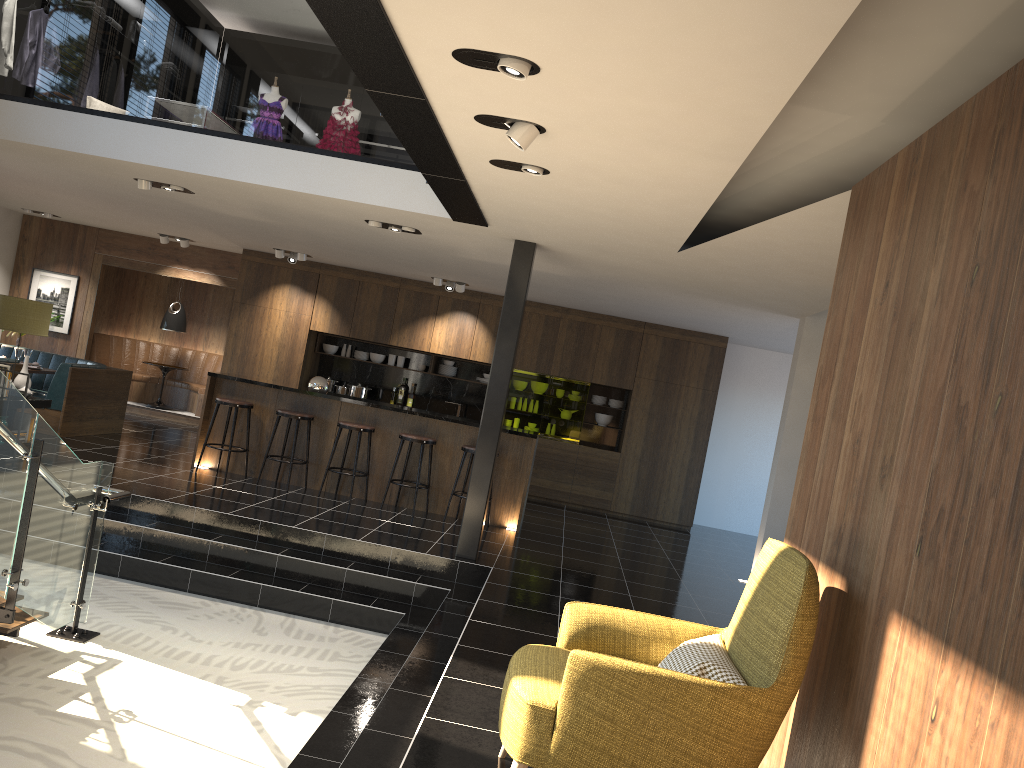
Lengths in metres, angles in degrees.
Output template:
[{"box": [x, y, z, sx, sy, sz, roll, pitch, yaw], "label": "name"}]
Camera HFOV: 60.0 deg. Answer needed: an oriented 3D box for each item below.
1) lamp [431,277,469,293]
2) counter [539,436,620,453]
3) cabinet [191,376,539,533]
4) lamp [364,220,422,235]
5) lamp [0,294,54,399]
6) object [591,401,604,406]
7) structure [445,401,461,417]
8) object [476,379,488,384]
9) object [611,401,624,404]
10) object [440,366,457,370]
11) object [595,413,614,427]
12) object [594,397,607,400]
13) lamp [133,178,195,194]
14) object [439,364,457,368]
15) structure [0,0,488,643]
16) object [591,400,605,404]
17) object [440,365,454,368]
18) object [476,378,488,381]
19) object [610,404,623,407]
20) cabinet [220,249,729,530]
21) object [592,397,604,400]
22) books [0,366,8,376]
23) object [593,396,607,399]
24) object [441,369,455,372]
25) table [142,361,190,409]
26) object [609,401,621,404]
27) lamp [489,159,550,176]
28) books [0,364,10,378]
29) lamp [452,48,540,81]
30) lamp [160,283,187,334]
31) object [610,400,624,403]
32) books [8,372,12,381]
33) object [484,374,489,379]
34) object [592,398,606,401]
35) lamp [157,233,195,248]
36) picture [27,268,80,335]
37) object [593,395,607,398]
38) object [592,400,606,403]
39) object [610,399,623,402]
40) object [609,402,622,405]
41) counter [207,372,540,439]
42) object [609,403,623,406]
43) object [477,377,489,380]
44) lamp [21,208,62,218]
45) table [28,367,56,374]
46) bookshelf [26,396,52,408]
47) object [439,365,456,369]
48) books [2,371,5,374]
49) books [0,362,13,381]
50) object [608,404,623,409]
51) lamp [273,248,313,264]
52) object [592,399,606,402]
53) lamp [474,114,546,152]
[{"box": [-0.813, -1.367, 11.723, 0.501, 0.280, 0.349, 11, 0, 4], "label": "lamp"}, {"box": [-0.730, 0.530, 12.768, 4.590, 0.005, 0.862, 11, 0, 4], "label": "counter"}, {"box": [-1.561, 0.736, 9.679, 3.563, 0.994, 0.698, 11, 0, 4], "label": "cabinet"}, {"box": [-1.055, -1.465, 7.978, 0.501, 0.195, 0.349, 11, 0, 4], "label": "lamp"}, {"box": [-4.505, -0.055, 7.825, 0.437, 1.445, 0.638, 11, 1, 29], "label": "lamp"}, {"box": [1.242, 0.284, 12.786, 0.220, 0.033, 0.220, 11, 0, 14], "label": "object"}, {"box": [-0.862, 0.385, 12.636, 0.242, 0.231, 0.173, 11, 0, 4], "label": "structure"}, {"box": [-0.309, -0.013, 12.902, 0.437, 0.039, 0.438, 11, 0, 40], "label": "object"}, {"box": [1.502, 0.273, 12.769, 0.220, 0.033, 0.220, 11, 0, -13], "label": "object"}, {"box": [-0.941, -0.227, 13.012, 0.268, 0.024, 0.269, 11, 0, 42], "label": "object"}, {"box": [1.319, 0.523, 12.791, 0.264, 0.170, 0.264, 11, 0, -21], "label": "object"}, {"box": [1.254, 0.216, 12.785, 0.220, 0.033, 0.220, 11, 0, 14], "label": "object"}, {"box": [-3.174, -1.848, 8.121, 0.501, 0.231, 0.349, 11, 0, 4], "label": "lamp"}, {"box": [-0.936, -0.253, 13.012, 0.268, 0.024, 0.269, 11, 0, 42], "label": "object"}, {"box": [-2.063, -0.378, 3.425, 3.447, 4.869, 7.280, 11, 0, 3], "label": "structure"}, {"box": [1.244, 0.271, 12.786, 0.220, 0.033, 0.220, 11, 0, 14], "label": "object"}, {"box": [-0.937, -0.245, 13.012, 0.268, 0.024, 0.269, 11, 0, 42], "label": "object"}, {"box": [-0.307, -0.025, 12.901, 0.437, 0.039, 0.438, 11, 0, 40], "label": "object"}, {"box": [1.493, 0.318, 12.769, 0.220, 0.033, 0.220, 11, 0, -13], "label": "object"}, {"box": [-0.644, 0.052, 12.757, 6.891, 2.690, 0.869, 11, 1, 4], "label": "cabinet"}, {"box": [1.252, 0.226, 12.786, 0.220, 0.033, 0.220, 11, 0, 14], "label": "object"}, {"box": [-4.823, -0.032, 8.305, 0.154, 0.280, 0.028, 11, 1, 4], "label": "books"}, {"box": [1.257, 0.204, 12.785, 0.220, 0.033, 0.220, 11, 0, 14], "label": "object"}, {"box": [-0.947, -0.191, 13.013, 0.268, 0.024, 0.269, 11, 0, 42], "label": "object"}, {"box": [-5.429, 0.028, 13.768, 0.703, 0.644, 0.701, 11, 0, -21], "label": "table"}, {"box": [1.500, 0.284, 12.769, 0.220, 0.033, 0.220, 11, 0, -13], "label": "object"}, {"box": [0.053, -1.264, 4.941, 0.346, 0.158, 0.195, 11, 0, 4], "label": "lamp"}, {"box": [-4.826, -0.040, 8.332, 0.177, 0.294, 0.025, 11, 1, 4], "label": "books"}, {"box": [-0.052, -1.278, 3.394, 0.346, 0.177, 0.195, 11, 0, 4], "label": "lamp"}, {"box": [-5.167, -1.296, 13.740, 0.390, 0.974, 0.389, 10, 1, -43], "label": "lamp"}, {"box": [1.504, 0.264, 12.769, 0.220, 0.033, 0.220, 11, 0, -13], "label": "object"}, {"box": [-4.816, -0.015, 8.358, 0.162, 0.250, 0.028, 11, 1, 4], "label": "books"}, {"box": [-0.297, -0.087, 12.902, 0.253, 0.088, 0.254, 11, 0, 29], "label": "object"}, {"box": [1.250, 0.237, 12.786, 0.220, 0.033, 0.220, 11, 0, 14], "label": "object"}, {"box": [-4.845, -2.127, 12.825, 0.501, 0.280, 0.349, 11, 0, 4], "label": "lamp"}, {"box": [-7.073, -1.271, 13.601, 0.748, 0.911, 0.028, 11, 1, 4], "label": "picture"}, {"box": [1.259, 0.192, 12.785, 0.220, 0.033, 0.220, 11, 0, 14], "label": "object"}, {"box": [1.246, 0.259, 12.786, 0.220, 0.033, 0.220, 11, 0, 14], "label": "object"}, {"box": [1.506, 0.251, 12.769, 0.220, 0.033, 0.220, 11, 0, -13], "label": "object"}, {"box": [1.497, 0.296, 12.769, 0.220, 0.033, 0.220, 11, 0, -13], "label": "object"}, {"box": [-1.467, 0.226, 9.673, 3.573, 0.041, 0.698, 11, 0, 4], "label": "counter"}, {"box": [1.495, 0.306, 12.769, 0.220, 0.033, 0.220, 11, 0, -13], "label": "object"}, {"box": [-0.304, -0.039, 12.901, 0.437, 0.039, 0.438, 11, 0, 40], "label": "object"}, {"box": [-6.871, -2.544, 12.961, 0.501, 0.213, 0.349, 11, 0, 4], "label": "lamp"}, {"box": [-6.181, 0.031, 10.249, 1.538, 0.661, 0.823, 11, 0, 4], "label": "table"}, {"box": [-4.871, 0.363, 8.249, 0.356, 0.500, 1.304, 11, 0, 4], "label": "bookshelf"}, {"box": [-0.939, -0.237, 13.012, 0.268, 0.024, 0.269, 11, 0, 42], "label": "object"}, {"box": [-4.833, -0.021, 8.246, 0.194, 0.255, 0.034, 11, 1, 4], "label": "books"}, {"box": [-4.834, -0.047, 8.436, 0.131, 0.307, 0.022, 11, 1, 4], "label": "books"}, {"box": [1.491, 0.331, 12.770, 0.220, 0.033, 0.220, 11, 0, -13], "label": "object"}, {"box": [-2.931, -1.760, 11.865, 0.501, 0.294, 0.349, 11, 0, 4], "label": "lamp"}, {"box": [1.248, 0.249, 12.786, 0.220, 0.033, 0.220, 11, 0, 14], "label": "object"}, {"box": [-0.007, -1.232, 4.167, 0.346, 0.247, 0.195, 11, 0, 4], "label": "lamp"}]
